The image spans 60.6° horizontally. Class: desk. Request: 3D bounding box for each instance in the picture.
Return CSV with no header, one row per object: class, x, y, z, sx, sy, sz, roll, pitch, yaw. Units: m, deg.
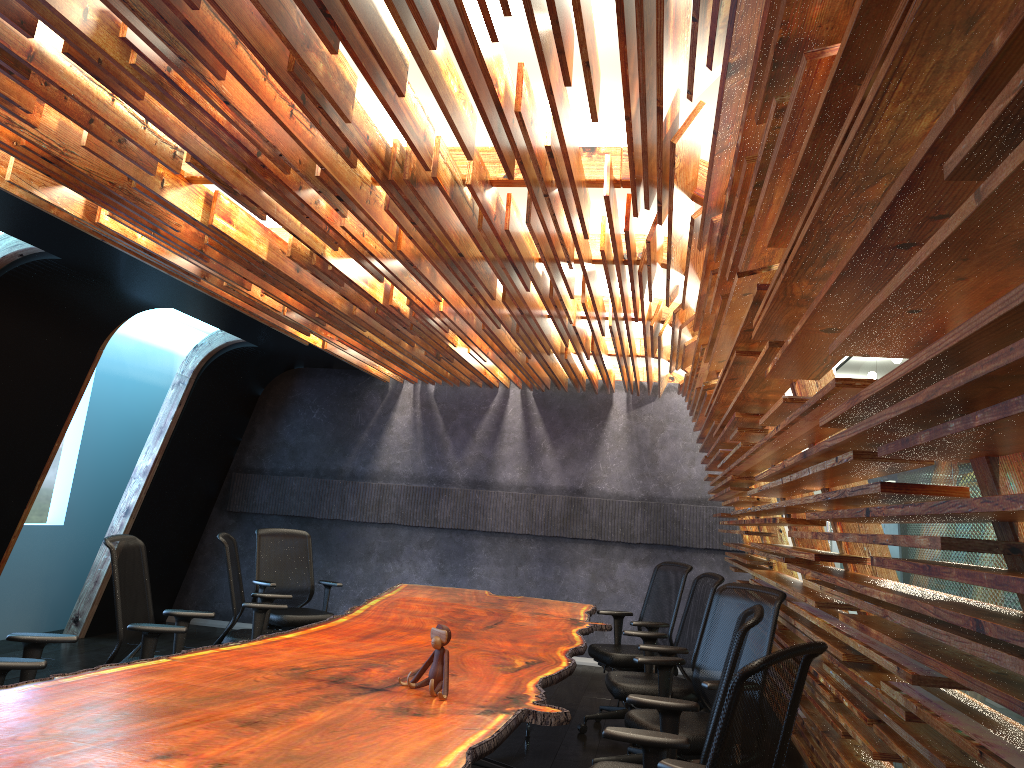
desk,-0.576,1.779,4.661,2.038,0.840,6.471,3,-9,10

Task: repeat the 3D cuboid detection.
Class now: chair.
chair,0.524,1.439,3.242,0.796,1.275,0.789,0,-14,15
chair,0.905,1.979,6.671,0.792,1.275,0.793,8,-14,-14
chair,0.873,1.793,5.439,0.796,1.275,0.789,4,-14,0
chair,0.375,1.284,2.281,0.791,1.275,0.795,-6,-17,34
chair,-1.712,1.695,6.075,0.794,1.275,0.791,7,-14,-10
chair,-1.884,1.493,4.809,0.795,1.275,0.790,5,-14,-5
chair,-2.076,1.308,3.666,0.792,1.275,0.793,8,-14,-15
chair,-1.850,1.895,7.482,0.786,1.275,0.799,-9,-19,43
chair,0.900,1.635,4.368,0.790,1.275,0.795,9,-15,-19

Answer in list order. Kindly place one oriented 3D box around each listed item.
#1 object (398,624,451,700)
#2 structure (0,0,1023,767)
object,-0.303,1.065,3.408,0.126,0.252,0.302,15,-16,-37
structure,-0.388,0.489,4.514,4.532,3.077,11.147,2,-9,10
